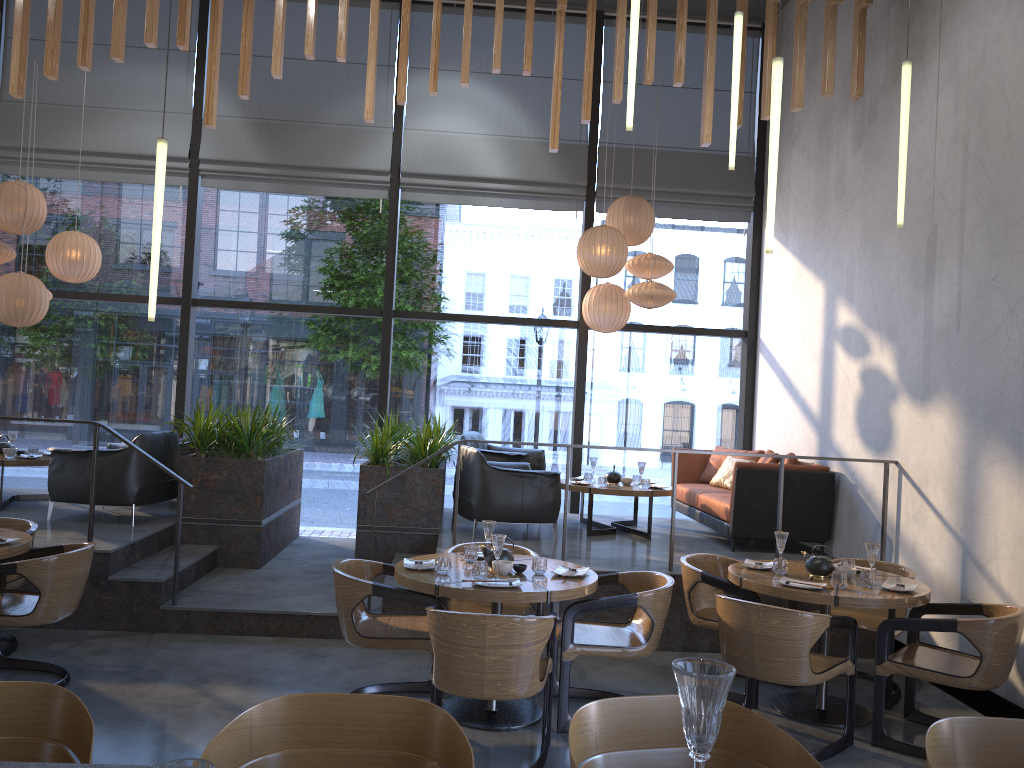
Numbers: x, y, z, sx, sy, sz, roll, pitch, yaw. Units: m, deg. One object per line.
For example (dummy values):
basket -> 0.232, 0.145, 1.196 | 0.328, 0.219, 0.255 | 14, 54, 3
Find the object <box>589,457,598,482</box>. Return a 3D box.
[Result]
object -> 0.763, 0.803, 8.345 | 0.082, 0.227, 0.082 | 4, -1, -21

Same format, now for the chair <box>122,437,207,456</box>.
chair -> -3.334, 0.764, 8.582 | 0.833, 0.743, 1.030 | 3, -1, -18

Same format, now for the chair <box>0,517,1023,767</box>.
chair -> -2.217, 1.242, 3.566 | 9.749, 0.759, 4.352 | 3, -1, -2

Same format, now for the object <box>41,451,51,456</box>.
object -> -4.192, 0.640, 8.093 | 0.170, 0.025, 0.294 | 4, -1, -23

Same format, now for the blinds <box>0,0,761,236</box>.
blinds -> -6.324, -3.300, 5.643 | 8.760, 2.314, 17.610 | 2, -2, 40

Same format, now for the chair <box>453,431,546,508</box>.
chair -> -0.117, 0.860, 8.820 | 0.833, 0.743, 1.030 | 3, -1, 11

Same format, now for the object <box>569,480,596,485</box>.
object -> 0.633, 0.889, 7.945 | 0.170, 0.025, 0.294 | 4, -1, -23

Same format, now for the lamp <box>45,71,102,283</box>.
lamp -> -2.732, -2.494, 5.196 | 0.468, 3.124, 6.999 | 4, -1, -22

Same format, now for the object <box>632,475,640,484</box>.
object -> 1.165, 0.894, 8.297 | 0.086, 0.086, 0.086 | 3, -1, 1

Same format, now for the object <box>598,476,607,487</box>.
object -> 0.803, 0.865, 7.862 | 0.086, 0.086, 0.086 | 3, -1, 1

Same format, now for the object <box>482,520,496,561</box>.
object -> -0.135, 0.895, 5.042 | 0.082, 0.227, 0.082 | 3, -1, 18

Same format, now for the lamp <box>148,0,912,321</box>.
lamp -> -1.499, -5.507, 1.139 | 8.975, 10.231, 8.774 | 3, -1, -5

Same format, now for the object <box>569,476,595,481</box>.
object -> 0.658, 0.901, 8.433 | 0.170, 0.025, 0.294 | 2, -2, 32

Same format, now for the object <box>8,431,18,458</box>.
object -> -4.308, 0.521, 7.646 | 0.082, 0.227, 0.082 | 2, -2, 40

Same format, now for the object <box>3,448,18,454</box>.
object -> -4.421, 0.601, 7.807 | 0.116, 0.065, 0.116 | 2, -1, 26

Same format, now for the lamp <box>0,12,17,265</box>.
lamp -> -4.623, -2.185, 7.910 | 0.467, 2.271, 0.467 | 4, -2, -40

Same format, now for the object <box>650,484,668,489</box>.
object -> 1.303, 0.925, 7.984 | 0.170, 0.025, 0.294 | 4, -1, -23

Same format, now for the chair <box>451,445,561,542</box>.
chair -> -0.068, 0.912, 7.593 | 0.833, 0.743, 1.030 | 3, -1, -18

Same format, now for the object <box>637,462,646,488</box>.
object -> 1.161, 0.815, 7.965 | 0.082, 0.227, 0.082 | 2, -2, 40

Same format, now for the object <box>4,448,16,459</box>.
object -> -4.279, 0.592, 7.565 | 0.086, 0.086, 0.086 | 3, -1, 1

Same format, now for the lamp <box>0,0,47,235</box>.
lamp -> -4.367, -2.519, 7.945 | 0.465, 2.374, 0.465 | 3, -1, 20

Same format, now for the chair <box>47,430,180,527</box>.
chair -> -3.261, 0.741, 7.401 | 0.833, 0.743, 1.030 | 3, -1, 3

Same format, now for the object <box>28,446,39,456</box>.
object -> -4.304, 0.600, 7.977 | 0.086, 0.086, 0.086 | 3, -1, 1

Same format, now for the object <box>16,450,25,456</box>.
object -> -4.389, 0.617, 7.912 | 0.080, 0.042, 0.080 | 3, -1, -18

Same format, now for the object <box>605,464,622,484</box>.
object -> 0.942, 0.834, 8.227 | 0.163, 0.179, 0.168 | 4, -2, -38

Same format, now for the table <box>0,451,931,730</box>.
table -> -2.989, 1.131, 5.080 | 10.659, 0.968, 6.876 | 3, -1, -3

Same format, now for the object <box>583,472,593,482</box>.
object -> 0.710, 0.869, 8.250 | 0.086, 0.086, 0.086 | 2, -2, 34

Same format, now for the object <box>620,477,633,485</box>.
object -> 1.049, 0.895, 8.127 | 0.116, 0.065, 0.116 | 2, -1, 26

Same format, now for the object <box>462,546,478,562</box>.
object -> -0.236, 0.959, 4.998 | 0.086, 0.086, 0.086 | 4, -1, -21

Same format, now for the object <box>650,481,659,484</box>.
object -> 1.277, 0.933, 8.412 | 0.170, 0.025, 0.294 | 4, -1, -23

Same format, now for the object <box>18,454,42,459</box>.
object -> -4.166, 0.631, 7.664 | 0.170, 0.025, 0.294 | 4, -1, -23

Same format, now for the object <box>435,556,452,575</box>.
object -> -0.356, 0.944, 4.610 | 0.086, 0.086, 0.086 | 2, -1, 22

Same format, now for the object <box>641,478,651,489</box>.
object -> 1.190, 0.886, 7.885 | 0.086, 0.086, 0.086 | 3, -1, 1
